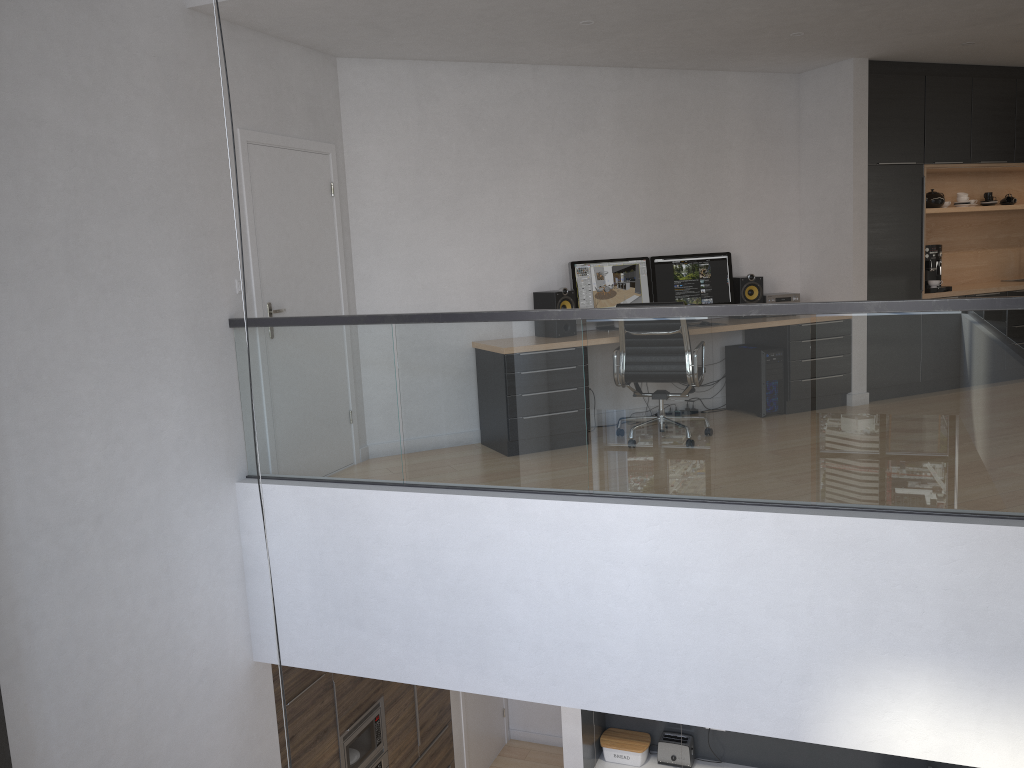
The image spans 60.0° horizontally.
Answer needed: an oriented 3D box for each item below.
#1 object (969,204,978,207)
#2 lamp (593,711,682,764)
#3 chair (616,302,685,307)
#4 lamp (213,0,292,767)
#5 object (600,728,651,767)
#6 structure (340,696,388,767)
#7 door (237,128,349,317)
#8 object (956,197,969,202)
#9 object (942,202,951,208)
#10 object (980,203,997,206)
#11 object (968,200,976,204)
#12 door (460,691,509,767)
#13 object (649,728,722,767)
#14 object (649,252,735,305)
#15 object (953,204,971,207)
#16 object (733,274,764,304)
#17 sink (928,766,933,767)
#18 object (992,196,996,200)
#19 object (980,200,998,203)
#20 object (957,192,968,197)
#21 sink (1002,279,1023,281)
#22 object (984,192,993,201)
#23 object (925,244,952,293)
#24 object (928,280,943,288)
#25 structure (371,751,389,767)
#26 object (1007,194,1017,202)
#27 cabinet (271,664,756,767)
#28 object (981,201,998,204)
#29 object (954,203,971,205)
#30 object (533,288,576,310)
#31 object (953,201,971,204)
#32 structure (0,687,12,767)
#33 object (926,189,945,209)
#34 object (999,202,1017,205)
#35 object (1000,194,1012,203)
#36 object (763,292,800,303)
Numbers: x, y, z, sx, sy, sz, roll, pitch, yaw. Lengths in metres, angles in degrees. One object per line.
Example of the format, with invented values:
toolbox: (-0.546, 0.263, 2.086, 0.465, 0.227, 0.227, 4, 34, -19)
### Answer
object: (4.198, -1.634, 8.142, 0.145, 0.025, 0.145, -5, 9, -9)
lamp: (0.664, 1.895, 4.706, 0.998, 0.756, 0.020, 0, 9, 22)
chair: (1.032, -0.099, 6.268, 0.664, 0.991, 0.699, 1, 10, 27)
lamp: (-0.458, 0.416, 1.699, 1.000, 4.513, 1.000, 1, 9, 24)
object: (0.872, 2.790, 6.798, 0.380, 0.148, 0.263, 0, 9, 22)
structure: (-1.243, 2.518, 6.275, 0.459, 0.430, 0.595, 0, 9, 22)
door: (-1.283, -0.436, 5.513, 0.085, 2.136, 0.974, 0, 9, 22)
object: (4.040, -1.648, 7.959, 0.095, 0.057, 0.099, 4, 11, 39)
object: (3.904, -1.613, 8.001, 0.099, 0.057, 0.095, 1, 9, 24)
object: (4.364, -1.640, 8.119, 0.145, 0.025, 0.145, -5, 9, -9)
object: (4.196, -1.659, 8.139, 0.095, 0.057, 0.099, -7, 9, -25)
door: (-0.270, 2.522, 8.093, 0.085, 2.136, 0.974, 0, 9, 22)
object: (1.285, 2.704, 6.660, 0.562, 0.319, 0.191, 0, 9, 22)
object: (1.412, -0.754, 6.995, 0.716, 0.535, 0.190, -6, 9, -18)
object: (4.041, -1.599, 7.962, 0.145, 0.025, 0.145, -9, 11, -36)
object: (1.890, -0.714, 7.164, 0.198, 0.354, 0.249, -4, 9, -8)
sink: (2.776, 2.868, 5.869, 0.626, 0.518, 0.512, 0, 9, 22)
object: (4.440, -1.696, 8.236, 0.066, 0.092, 0.084, -6, 9, -17)
object: (4.363, -1.664, 8.116, 0.145, 0.025, 0.145, -5, 9, -9)
object: (4.037, -1.681, 7.950, 0.095, 0.075, 0.098, -5, 9, -11)
sink: (5.048, -1.017, 8.345, 0.626, 0.518, 0.512, -7, 9, -23)
object: (4.354, -1.705, 8.106, 0.066, 0.092, 0.084, 3, 10, 35)
object: (3.640, -1.016, 7.731, 0.618, 0.398, 0.584, -7, 9, -22)
object: (3.569, -0.845, 7.501, 0.095, 0.057, 0.099, -6, 9, -20)
structure: (-1.200, 3.012, 6.342, 0.495, 0.570, 0.595, 0, 9, 22)
object: (4.647, -1.726, 8.255, 0.066, 0.093, 0.100, -5, 9, -13)
cabinet: (1.171, 2.639, 5.495, 4.694, 2.501, 2.402, 0, 9, 22)
object: (4.367, -1.652, 8.117, 0.145, 0.025, 0.145, -5, 9, -9)
object: (4.042, -1.610, 7.963, 0.145, 0.025, 0.145, -9, 11, -36)
object: (0.317, -0.528, 6.489, 0.198, 0.354, 0.249, -10, 11, -38)
object: (4.040, -1.623, 7.958, 0.145, 0.025, 0.145, -9, 11, -36)
structure: (-2.092, 1.309, 2.537, 0.722, 6.351, 1.500, 0, 9, 22)
object: (3.727, -1.640, 7.858, 0.240, 0.171, 0.213, -1, 9, 13)
object: (4.614, -1.673, 8.252, 0.145, 0.025, 0.145, -6, 9, -20)
object: (4.587, -1.715, 8.239, 0.066, 0.093, 0.100, -4, 9, -8)
object: (2.156, -0.647, 7.223, 0.285, 0.174, 0.270, -4, 9, -8)
